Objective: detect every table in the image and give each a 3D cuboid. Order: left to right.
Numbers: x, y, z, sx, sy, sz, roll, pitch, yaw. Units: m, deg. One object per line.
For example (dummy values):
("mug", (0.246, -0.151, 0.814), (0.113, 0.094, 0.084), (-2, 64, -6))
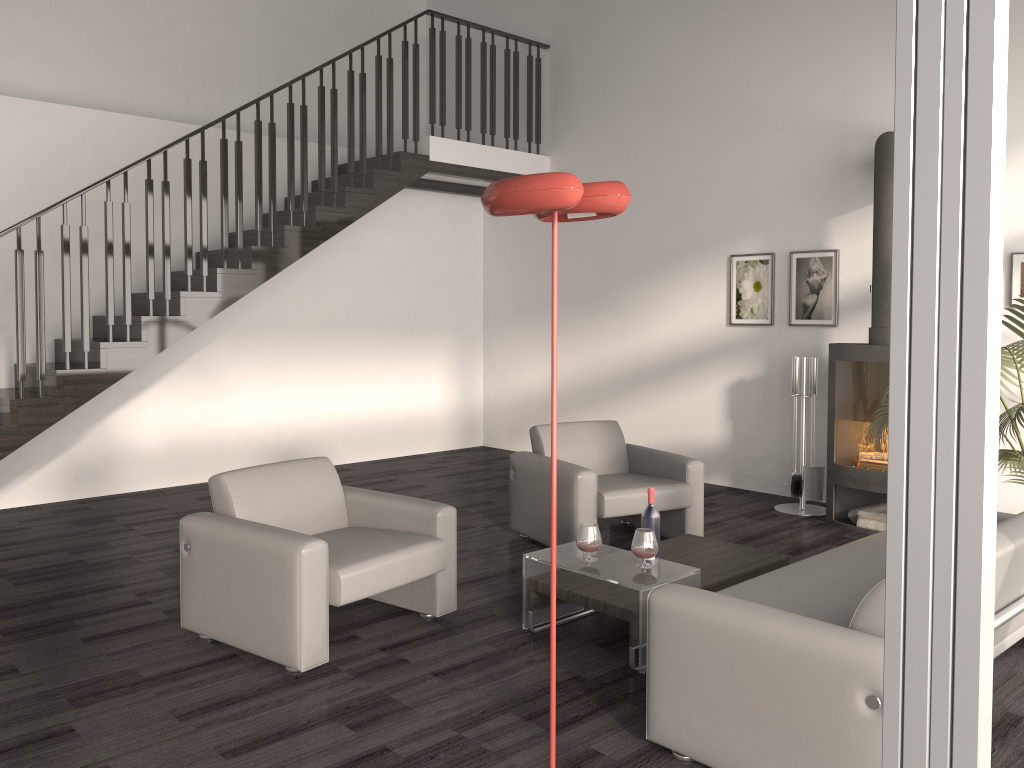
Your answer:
("table", (0.425, 0.948, 3.890), (0.400, 0.341, 0.681), (-3, 5, -43))
("table", (0.717, 0.981, 4.166), (1.201, 0.249, 0.601), (-4, 6, -43))

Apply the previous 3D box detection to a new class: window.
("window", (0.721, -0.414, 1.392), (9.754, 3.465, 0.385), (-4, 4, -43))

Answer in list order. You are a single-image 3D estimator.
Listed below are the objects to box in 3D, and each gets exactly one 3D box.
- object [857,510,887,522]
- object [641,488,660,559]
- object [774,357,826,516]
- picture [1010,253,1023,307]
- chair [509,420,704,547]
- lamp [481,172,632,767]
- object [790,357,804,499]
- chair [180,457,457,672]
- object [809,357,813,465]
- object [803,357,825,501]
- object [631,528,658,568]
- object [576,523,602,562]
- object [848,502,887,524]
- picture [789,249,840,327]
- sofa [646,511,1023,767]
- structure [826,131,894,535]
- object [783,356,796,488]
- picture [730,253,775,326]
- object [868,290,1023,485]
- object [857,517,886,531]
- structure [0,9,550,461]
("object", (2.416, 0.884, 5.843), (0.073, 0.068, 0.258), (-3, 5, -44))
("object", (0.651, 0.671, 4.152), (0.093, 0.370, 0.093), (-2, 3, -44))
("object", (2.138, 0.364, 6.498), (0.400, 1.124, 0.401), (0, 3, 6))
("picture", (3.346, -0.667, 5.662), (0.015, 0.352, 0.288), (-2, 4, -43))
("chair", (0.602, 0.634, 5.602), (0.963, 0.716, 0.911), (-2, 4, -28))
("lamp", (0.115, 0.339, 2.451), (0.353, 1.785, 0.365), (-2, 3, -43))
("object", (2.059, 0.319, 6.395), (0.078, 1.018, 0.167), (0, 2, 9))
("chair", (-0.842, 0.753, 4.042), (0.911, 0.716, 0.964), (3, 5, 37))
("object", (2.243, 0.324, 6.532), (0.113, 1.047, 0.041), (0, 2, 2))
("object", (2.198, 0.332, 6.441), (0.145, 1.051, 0.075), (0, 2, 8))
("object", (0.571, 0.705, 3.810), (0.116, 0.155, 0.116), (2, 4, 38))
("object", (0.339, 0.697, 3.908), (0.116, 0.155, 0.116), (-2, 4, -34))
("object", (2.420, 0.867, 5.968), (0.104, 0.191, 0.306), (-2, 5, -42))
("picture", (2.306, -0.730, 6.773), (0.026, 0.576, 0.394), (-2, 4, -43))
("sofa", (1.462, 0.813, 3.342), (2.117, 0.716, 0.903), (-4, 5, -43))
("structure", (2.759, -0.376, 6.068), (1.117, 2.670, 0.819), (-2, 3, -43))
("object", (2.068, 0.288, 6.556), (0.116, 0.982, 0.042), (1, 2, 22))
("picture", (1.940, -0.762, 7.163), (0.026, 0.576, 0.394), (-2, 4, -43))
("object", (2.701, 0.233, 4.744), (1.720, 1.664, 2.121), (3, 5, 41))
("object", (2.403, 0.934, 5.796), (0.092, 0.082, 0.267), (-3, 5, -42))
("structure", (-1.996, -1.196, 7.321), (6.348, 4.087, 1.001), (-3, 4, -43))
